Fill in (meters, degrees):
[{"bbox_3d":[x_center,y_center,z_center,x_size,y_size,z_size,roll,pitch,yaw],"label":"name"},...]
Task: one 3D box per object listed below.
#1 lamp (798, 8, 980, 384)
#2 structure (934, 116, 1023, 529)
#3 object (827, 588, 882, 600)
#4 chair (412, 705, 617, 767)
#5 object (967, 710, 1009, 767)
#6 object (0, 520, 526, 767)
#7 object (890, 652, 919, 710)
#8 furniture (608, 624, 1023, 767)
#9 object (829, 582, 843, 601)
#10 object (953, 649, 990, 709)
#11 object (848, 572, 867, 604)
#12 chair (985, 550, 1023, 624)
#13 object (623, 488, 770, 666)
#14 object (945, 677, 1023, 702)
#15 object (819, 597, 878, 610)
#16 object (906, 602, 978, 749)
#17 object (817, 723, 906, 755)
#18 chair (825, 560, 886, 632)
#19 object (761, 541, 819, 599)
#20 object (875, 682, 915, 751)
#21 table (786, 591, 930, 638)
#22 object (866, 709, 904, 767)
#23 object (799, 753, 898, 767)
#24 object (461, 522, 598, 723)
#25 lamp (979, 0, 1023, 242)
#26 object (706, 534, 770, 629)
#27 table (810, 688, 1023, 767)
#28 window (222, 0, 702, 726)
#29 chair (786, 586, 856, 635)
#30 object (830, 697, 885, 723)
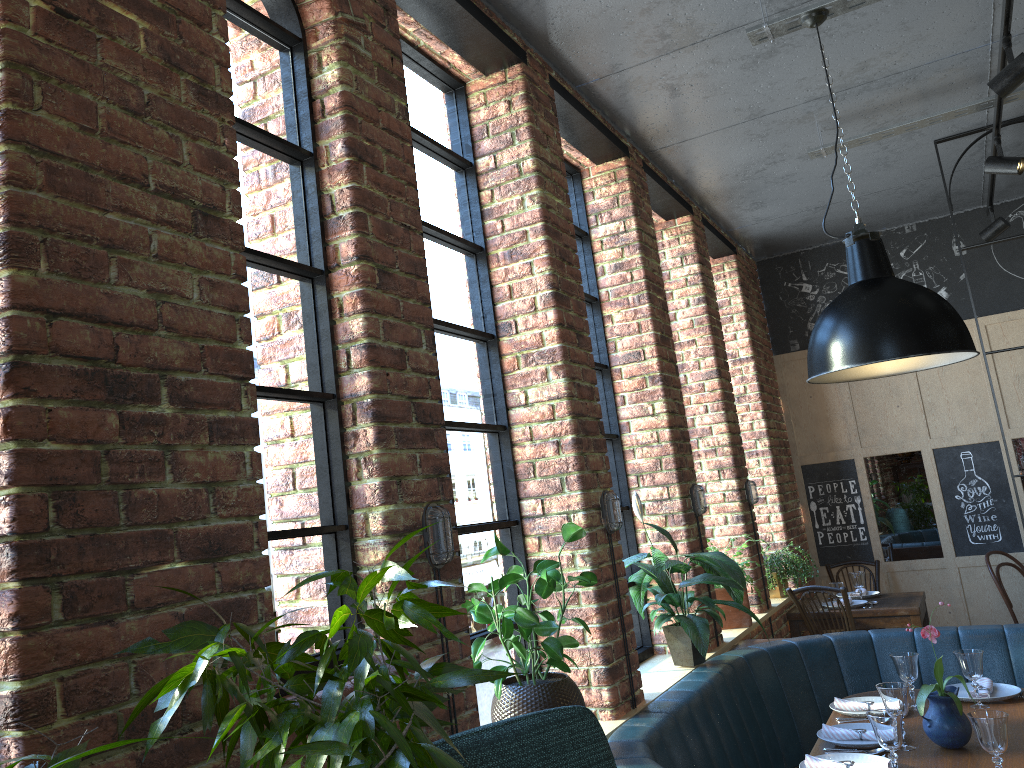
[{"bbox_3d":[1.197,-0.701,3.111,0.504,1.335,0.551,3,-14,-44],"label":"lamp"},{"bbox_3d":[5.076,-0.551,1.227,6.148,3.347,5.703,-9,-9,11],"label":"structure"},{"bbox_3d":[2.287,1.400,5.884,0.337,0.052,0.257,-12,-10,31],"label":"object"},{"bbox_3d":[0.300,1.172,1.418,0.771,1.104,1.072,0,-12,-38],"label":"chair"},{"bbox_3d":[1.293,0.983,2.356,0.094,0.193,0.102,-1,-12,-33],"label":"object"},{"bbox_3d":[-0.230,0.937,0.887,0.734,1.538,0.843,-8,-10,6],"label":"object"},{"bbox_3d":[1.468,1.098,3.255,0.094,0.193,0.102,-1,-12,-33],"label":"object"},{"bbox_3d":[1.202,1.428,2.895,1.416,0.827,2.501,-11,-10,27],"label":"furniture"},{"bbox_3d":[2.146,1.370,5.804,0.080,0.120,0.088,2,-14,-44],"label":"object"},{"bbox_3d":[1.665,1.063,3.176,0.094,0.193,0.102,-1,-12,-33],"label":"object"},{"bbox_3d":[2.204,1.294,5.590,0.098,0.193,0.098,-7,-10,-2],"label":"object"},{"bbox_3d":[3.447,1.526,5.639,0.421,0.927,0.568,-1,-11,-30],"label":"chair"},{"bbox_3d":[0.691,0.802,3.715,0.630,0.756,0.702,-12,-11,26],"label":"object"},{"bbox_3d":[1.733,1.147,3.307,0.337,0.052,0.257,-12,-10,31],"label":"object"},{"bbox_3d":[2.095,1.367,5.510,0.337,0.052,0.257,-12,-10,31],"label":"object"},{"bbox_3d":[1.336,0.920,2.776,0.208,0.434,0.142,2,-14,-43],"label":"object"},{"bbox_3d":[1.148,1.156,2.911,0.280,0.052,0.310,-12,-10,31],"label":"object"},{"bbox_3d":[2.458,1.718,6.150,0.418,0.921,0.502,-11,-11,22],"label":"chair"},{"bbox_3d":[1.692,1.181,5.675,0.517,0.372,0.581,-12,-10,27],"label":"object"},{"bbox_3d":[1.230,1.058,2.804,0.094,0.193,0.102,-1,-12,-33],"label":"object"},{"bbox_3d":[2.267,1.760,5.608,0.778,0.732,0.718,-12,-11,27],"label":"table"},{"bbox_3d":[1.072,1.029,2.489,0.094,0.193,0.102,-1,-12,-33],"label":"object"},{"bbox_3d":[0.985,1.128,2.596,0.280,0.052,0.310,-12,-10,31],"label":"object"},{"bbox_3d":[0.066,0.771,2.675,0.489,0.667,0.401,0,-13,-38],"label":"object"},{"bbox_3d":[4.410,-1.863,1.435,6.495,0.275,6.920,-11,-10,27],"label":"lamp"},{"bbox_3d":[1.119,1.046,4.698,0.440,0.486,0.436,1,-12,-40],"label":"object"},{"bbox_3d":[1.452,1.459,2.738,0.853,0.665,1.474,-12,-10,27],"label":"table"},{"bbox_3d":[0.460,-0.235,2.119,3.404,2.444,8.566,-6,-9,-8],"label":"window"},{"bbox_3d":[2.011,1.635,5.249,0.497,0.921,0.422,2,-14,-42],"label":"chair"},{"bbox_3d":[1.315,1.188,3.257,0.280,0.052,0.310,-12,-10,31],"label":"object"}]
